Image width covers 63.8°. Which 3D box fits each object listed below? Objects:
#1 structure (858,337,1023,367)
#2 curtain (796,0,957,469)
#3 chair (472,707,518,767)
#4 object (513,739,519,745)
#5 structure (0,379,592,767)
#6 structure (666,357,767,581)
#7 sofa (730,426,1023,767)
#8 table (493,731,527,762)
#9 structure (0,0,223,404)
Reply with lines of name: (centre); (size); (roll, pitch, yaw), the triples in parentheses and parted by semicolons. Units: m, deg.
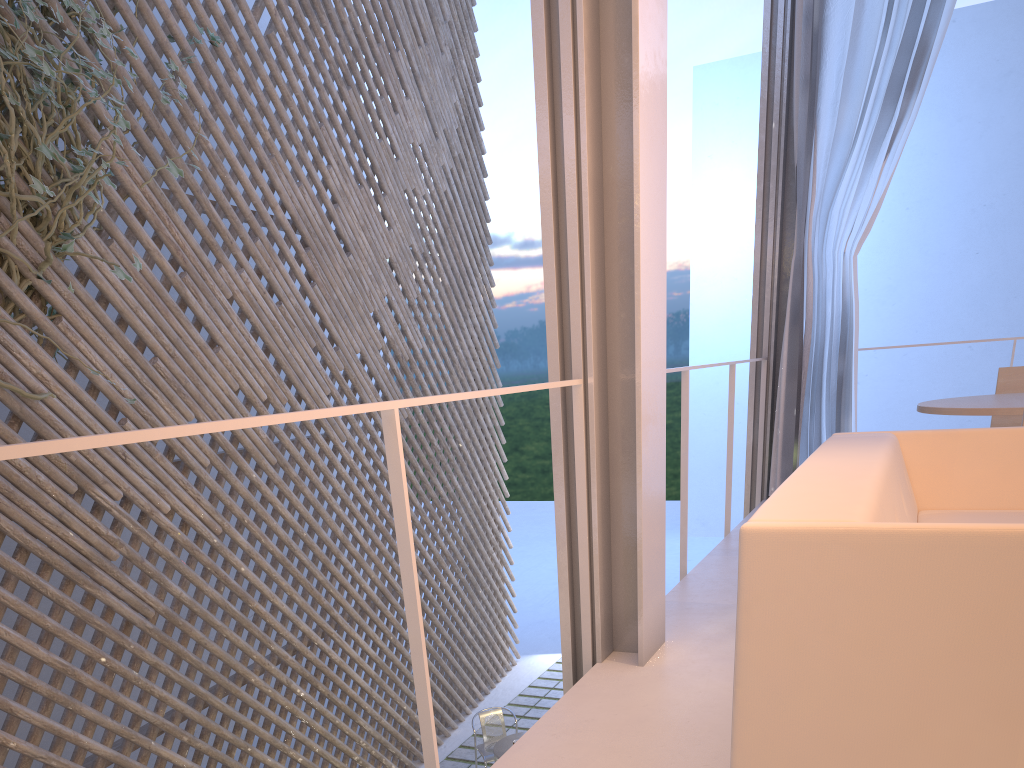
structure: (2.027, 0.735, 3.599); (1.354, 1.952, 1.320); (3, 15, 25)
curtain: (1.174, -0.888, 2.467); (0.512, 2.637, 0.087); (3, 21, 19)
chair: (-0.056, 1.800, 4.047); (0.256, 0.415, 0.229); (-10, 17, -23)
object: (0.021, 1.608, 3.638); (0.031, 0.084, 0.028); (-10, 19, -18)
structure: (-0.225, 0.323, 0.736); (0.027, 0.603, 1.581); (7, 8, 26)
structure: (0.549, 0.239, 2.268); (0.027, 0.603, 1.579); (7, 8, 26)
sofa: (0.670, 0.295, 1.198); (0.497, 0.401, 0.914); (0, 6, 26)
table: (0.100, 1.815, 3.788); (0.346, 0.364, 0.320); (-6, 12, -12)
structure: (-1.221, -1.065, 2.013); (0.740, 2.967, 2.144); (2, 14, 18)
